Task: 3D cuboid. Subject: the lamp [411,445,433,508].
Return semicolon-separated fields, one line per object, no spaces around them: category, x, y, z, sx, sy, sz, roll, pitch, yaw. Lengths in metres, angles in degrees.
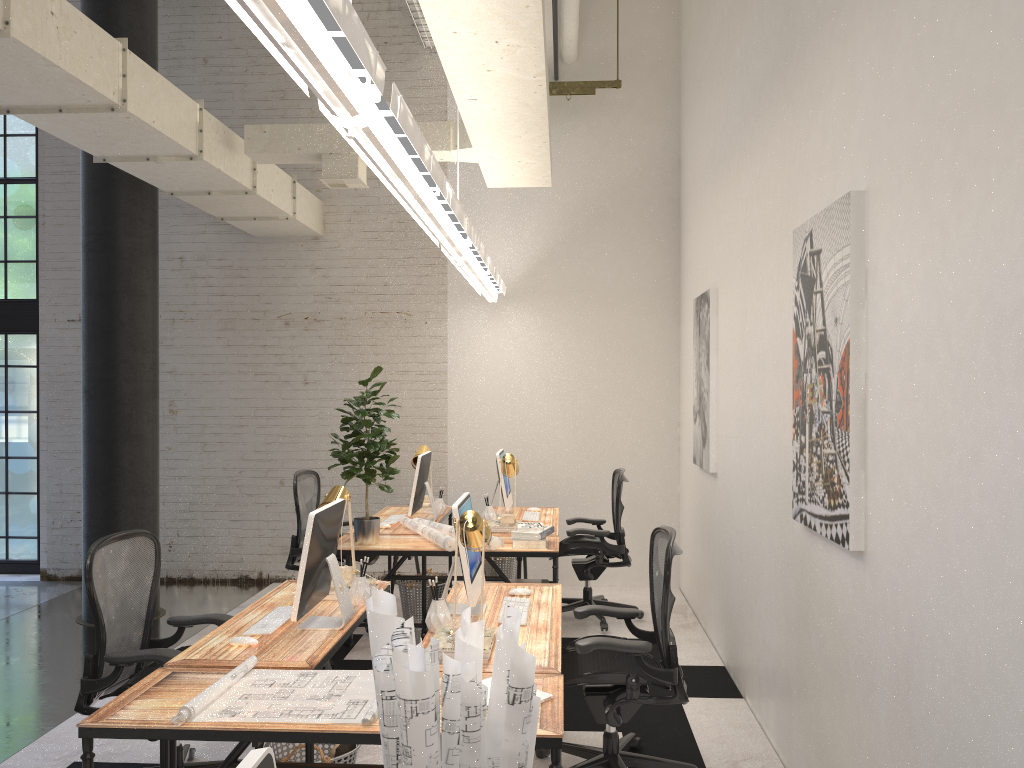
lamp;-0.682;0.705;6.778;0.126;0.470;0.344;0;0;3

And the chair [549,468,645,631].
chair;0.560;1.158;6.429;0.792;1.086;0.770;0;0;-13

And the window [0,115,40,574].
window;-5.388;-0.799;8.206;2.491;5.180;0.138;0;0;3

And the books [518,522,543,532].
books;0.111;0.863;5.352;0.153;0.030;0.185;0;0;1

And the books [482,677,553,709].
books;-0.031;0.959;2.734;0.243;0.019;0.205;0;-1;41

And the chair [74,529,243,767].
chair;-1.392;1.160;3.668;0.792;1.086;0.770;0;0;-13

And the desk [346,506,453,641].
desk;-0.774;1.335;6.418;0.529;0.724;1.401;0;0;3

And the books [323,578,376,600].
books;-0.780;0.958;4.150;0.225;0.038;0.309;0;0;3

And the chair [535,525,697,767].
chair;0.431;1.160;3.750;0.792;1.086;0.770;0;0;-13

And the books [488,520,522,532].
books;-0.052;0.950;5.945;0.225;0.038;0.309;0;0;3

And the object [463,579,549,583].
object;-0.040;1.468;5.547;0.544;0.455;0.221;0;0;3

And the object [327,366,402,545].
object;-0.897;0.429;5.416;0.438;1.077;0.513;0;0;-6

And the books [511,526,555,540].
books;0.126;0.894;5.351;0.193;0.044;0.257;0;0;21

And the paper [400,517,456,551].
paper;-0.548;0.925;5.580;0.083;0.082;1.134;0;0;-22

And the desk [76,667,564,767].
desk;-0.530;1.330;2.740;1.401;0.724;0.529;0;0;3

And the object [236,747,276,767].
object;-0.330;0.712;0.926;0.189;0.485;0.483;0;0;3

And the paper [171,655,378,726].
paper;-0.649;0.945;2.774;0.626;0.061;0.568;0;0;1

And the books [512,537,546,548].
books;0.102;0.941;5.337;0.200;0.050;0.271;0;0;1

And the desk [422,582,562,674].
desk;-0.058;1.337;3.683;0.529;0.724;1.401;0;0;3

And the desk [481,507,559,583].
desk;0.071;1.335;6.362;0.529;0.724;1.401;0;0;3

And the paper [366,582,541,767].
paper;-0.144;1.089;2.167;0.412;1.198;0.440;0;0;-19

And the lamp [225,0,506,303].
lamp;-0.365;-2.082;3.609;0.226;2.864;7.301;0;0;3

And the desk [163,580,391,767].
desk;-0.903;1.337;3.738;0.529;0.724;1.401;0;0;3

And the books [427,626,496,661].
books;-0.181;0.951;3.265;0.225;0.038;0.309;0;0;3

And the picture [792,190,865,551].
picture;1.156;-0.040;3.277;0.049;1.183;0.731;0;0;3

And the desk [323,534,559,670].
desk;-0.401;1.328;5.419;1.401;0.724;0.529;0;0;3

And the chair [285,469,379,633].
chair;-1.263;1.158;6.348;0.792;1.086;0.770;0;0;-13

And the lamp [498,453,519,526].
lamp;-0.021;0.699;5.991;0.126;0.470;0.344;0;0;4

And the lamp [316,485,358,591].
lamp;-0.810;0.707;4.099;0.127;0.470;0.344;0;0;4

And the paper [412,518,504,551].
paper;-0.381;0.925;5.570;0.083;0.082;1.134;0;0;-32

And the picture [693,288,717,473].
picture;1.315;-0.020;6.057;0.049;1.183;0.731;0;0;3

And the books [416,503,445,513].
books;-0.650;0.956;6.829;0.225;0.038;0.309;0;0;3

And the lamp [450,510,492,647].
lamp;-0.151;0.701;3.312;0.127;0.470;0.344;0;0;4
